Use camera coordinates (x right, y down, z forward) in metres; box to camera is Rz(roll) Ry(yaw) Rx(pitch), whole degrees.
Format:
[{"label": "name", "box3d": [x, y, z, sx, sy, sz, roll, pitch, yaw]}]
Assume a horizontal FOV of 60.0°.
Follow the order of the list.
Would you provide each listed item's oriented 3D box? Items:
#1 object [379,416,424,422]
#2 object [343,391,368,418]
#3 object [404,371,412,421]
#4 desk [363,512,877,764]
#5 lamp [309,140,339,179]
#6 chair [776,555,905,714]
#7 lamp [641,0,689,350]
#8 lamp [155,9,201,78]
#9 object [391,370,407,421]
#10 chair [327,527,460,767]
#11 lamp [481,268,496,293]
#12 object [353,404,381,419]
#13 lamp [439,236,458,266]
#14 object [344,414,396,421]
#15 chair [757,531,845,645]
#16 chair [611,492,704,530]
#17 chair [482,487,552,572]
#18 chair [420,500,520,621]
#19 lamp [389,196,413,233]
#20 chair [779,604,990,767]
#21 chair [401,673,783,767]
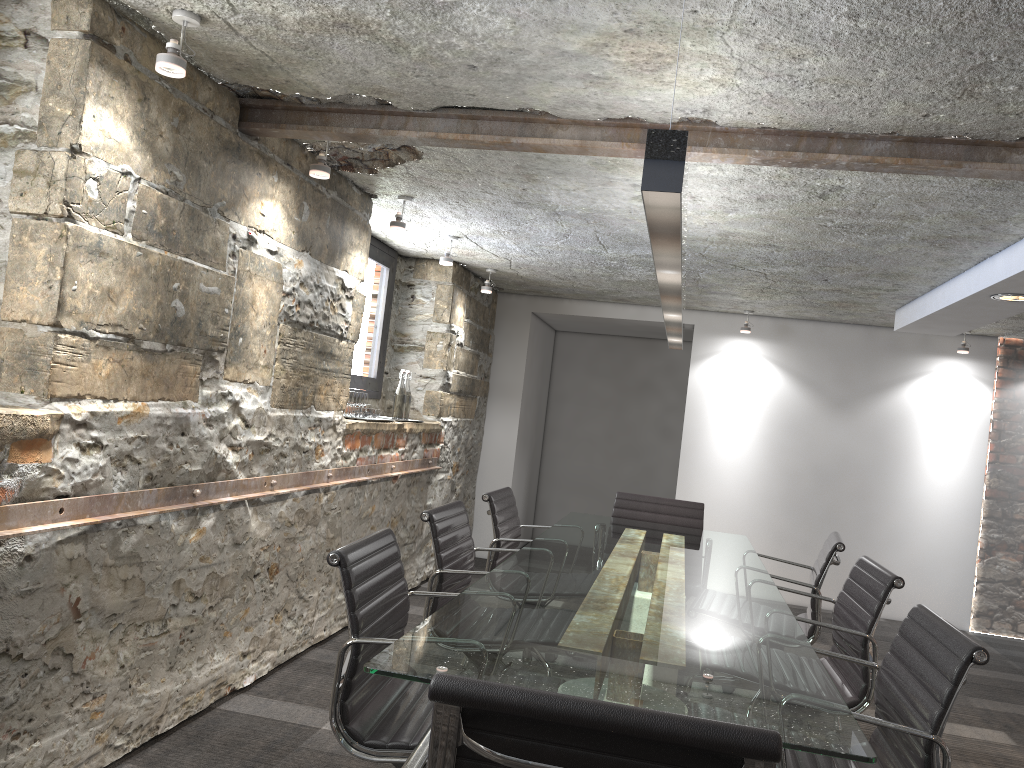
[{"label": "object", "box3d": [-0.729, 0.206, 5.286, 0.310, 0.007, 0.457, 6, -2, 11]}, {"label": "object", "box3d": [-0.833, 0.106, 4.632, 0.108, 0.131, 0.218, 6, -2, 9]}, {"label": "object", "box3d": [-0.640, 0.070, 5.328, 0.073, 0.300, 0.073, 7, -2, -20]}, {"label": "desk", "box3d": [0.421, 1.003, 3.088, 0.909, 0.711, 3.154, 6, -2, 11]}, {"label": "lamp", "box3d": [-0.694, -0.845, 3.283, 0.077, 0.165, 0.098, 5, -2, 44]}, {"label": "chair", "box3d": [0.926, 0.995, 3.019, 0.667, 0.837, 0.693, 7, -2, 1]}, {"label": "lamp", "box3d": [0.594, -0.522, 3.131, 0.073, 0.524, 3.159, 6, -2, 11]}, {"label": "lamp", "box3d": [-0.877, -0.894, 2.332, 0.077, 0.165, 0.098, 5, -2, 44]}, {"label": "object", "box3d": [-0.658, 0.065, 5.237, 0.073, 0.300, 0.073, 7, -2, -20]}, {"label": "chair", "box3d": [-0.165, 0.847, 2.269, 0.667, 0.837, 0.693, 7, -2, -2]}, {"label": "lamp", "box3d": [-0.159, -0.703, 6.050, 0.077, 0.165, 0.098, 5, -2, 44]}, {"label": "object", "box3d": [-0.803, 0.145, 4.843, 0.111, 0.072, 0.191, 6, -2, 19]}, {"label": "lamp", "box3d": [-0.356, -0.756, 5.028, 0.077, 0.165, 0.098, 5, -2, 44]}, {"label": "object", "box3d": [-0.836, 0.177, 4.733, 0.310, 0.007, 0.457, 6, -2, 11]}, {"label": "chair", "box3d": [1.083, 1.037, 3.850, 0.667, 0.837, 0.693, 6, -2, 9]}, {"label": "chair", "box3d": [0.693, 1.011, 4.501, 0.693, 0.837, 0.667, 7, -2, 3]}, {"label": "chair", "box3d": [0.152, 0.936, 4.053, 0.667, 0.837, 0.693, 7, -2, 3]}, {"label": "chair", "box3d": [-0.031, 0.889, 3.194, 0.667, 0.837, 0.693, 7, -2, 2]}, {"label": "lamp", "box3d": [-0.521, -0.800, 4.173, 0.077, 0.165, 0.098, 5, -2, 44]}, {"label": "chair", "box3d": [0.701, 0.943, 2.107, 0.667, 0.837, 0.693, 7, -2, 2]}, {"label": "chair", "box3d": [0.120, 0.856, 1.451, 0.693, 0.837, 0.667, 7, -2, 1]}]
